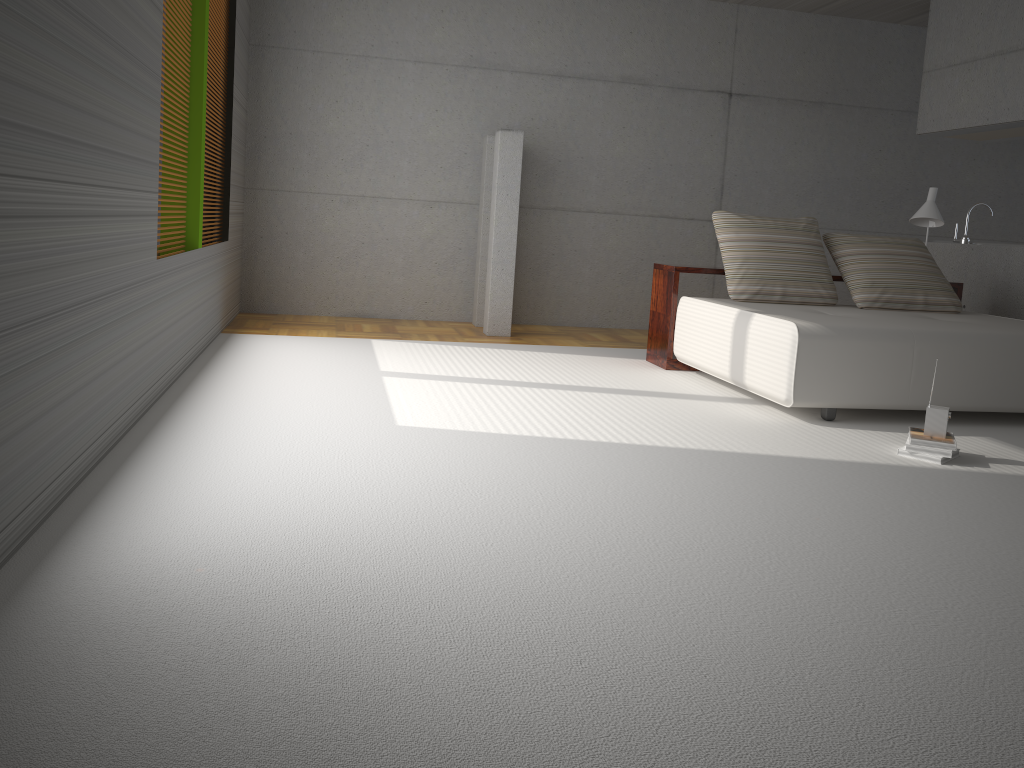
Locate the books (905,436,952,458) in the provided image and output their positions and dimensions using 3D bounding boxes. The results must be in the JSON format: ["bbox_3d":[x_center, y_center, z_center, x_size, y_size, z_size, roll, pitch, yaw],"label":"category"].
[{"bbox_3d":[1.908,0.280,4.037,0.190,0.032,0.266,9,11,27],"label":"books"}]

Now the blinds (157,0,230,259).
[{"bbox_3d":[-1.861,-1.698,5.097,0.012,2.026,3.570,3,9,-12],"label":"blinds"}]

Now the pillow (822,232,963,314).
[{"bbox_3d":[2.648,-0.776,6.172,0.806,0.513,0.584,2,8,-11],"label":"pillow"}]

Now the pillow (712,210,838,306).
[{"bbox_3d":[1.804,-0.859,6.044,0.800,0.605,0.495,2,8,-12],"label":"pillow"}]

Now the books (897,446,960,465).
[{"bbox_3d":[1.906,0.312,4.040,0.190,0.032,0.265,13,14,41],"label":"books"}]

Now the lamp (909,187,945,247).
[{"bbox_3d":[3.127,-1.130,6.628,0.323,0.694,0.246,0,7,-30],"label":"lamp"}]

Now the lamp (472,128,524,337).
[{"bbox_3d":[-0.132,-1.300,7.611,0.200,1.677,0.805,3,7,-12],"label":"lamp"}]

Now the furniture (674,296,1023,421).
[{"bbox_3d":[2.319,-0.172,5.511,2.167,0.517,1.630,2,10,-12],"label":"furniture"}]

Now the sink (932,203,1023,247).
[{"bbox_3d":[4.163,-1.187,7.169,0.766,0.535,1.721,2,10,-12],"label":"sink"}]

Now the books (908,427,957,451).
[{"bbox_3d":[1.917,0.248,4.037,0.189,0.032,0.266,8,11,22],"label":"books"}]

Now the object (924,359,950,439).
[{"bbox_3d":[1.918,0.060,3.972,0.090,0.363,0.186,7,7,28],"label":"object"}]

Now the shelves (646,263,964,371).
[{"bbox_3d":[2.144,-0.455,6.472,2.249,0.710,0.404,2,7,-12],"label":"shelves"}]
